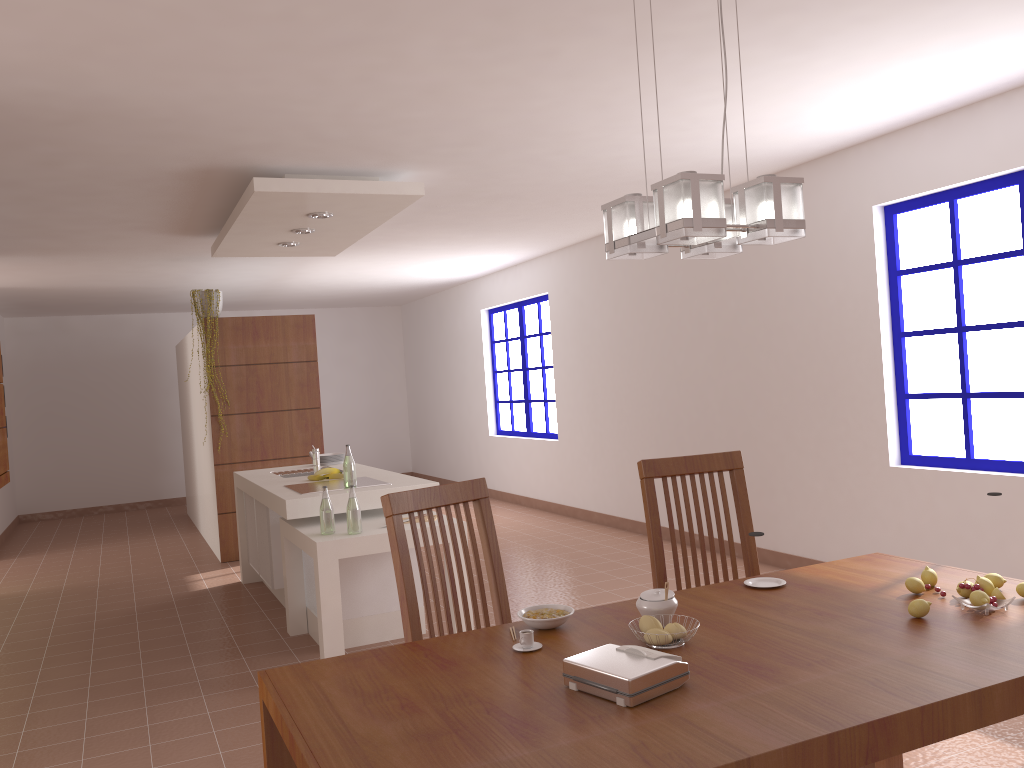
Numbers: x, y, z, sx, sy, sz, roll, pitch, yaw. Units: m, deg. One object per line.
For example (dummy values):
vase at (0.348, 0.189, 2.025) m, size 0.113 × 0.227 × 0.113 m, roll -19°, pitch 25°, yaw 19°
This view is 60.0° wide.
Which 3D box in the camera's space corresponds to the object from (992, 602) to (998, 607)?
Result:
object at (1.078, 0.494, 1.981) m, size 0.013 × 0.014 × 0.014 m, roll -4°, pitch 0°, yaw 5°

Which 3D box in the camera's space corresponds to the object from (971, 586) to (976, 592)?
object at (1.078, 0.479, 2.069) m, size 0.012 × 0.014 × 0.014 m, roll -4°, pitch 0°, yaw -44°

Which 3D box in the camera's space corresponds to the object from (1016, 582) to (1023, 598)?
object at (1.194, 0.477, 2.053) m, size 0.043 × 0.038 × 0.043 m, roll -4°, pitch 0°, yaw -35°

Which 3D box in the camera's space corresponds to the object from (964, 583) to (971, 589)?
object at (1.065, 0.473, 2.073) m, size 0.014 × 0.014 × 0.012 m, roll -4°, pitch 0°, yaw -3°

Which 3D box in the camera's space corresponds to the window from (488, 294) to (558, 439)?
window at (0.142, -0.153, 9.332) m, size 0.035 × 1.430 × 1.699 m, roll -4°, pitch 0°, yaw -24°

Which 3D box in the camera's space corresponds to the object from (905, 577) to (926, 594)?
object at (0.982, 0.491, 2.161) m, size 0.042 × 0.041 × 0.041 m, roll -4°, pitch 0°, yaw 41°

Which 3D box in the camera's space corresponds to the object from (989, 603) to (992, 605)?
object at (1.066, 0.495, 1.985) m, size 0.014 × 0.013 × 0.014 m, roll -4°, pitch 0°, yaw 0°

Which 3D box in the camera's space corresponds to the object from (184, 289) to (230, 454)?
object at (-2.466, -0.101, 7.242) m, size 0.279 × 1.344 × 0.297 m, roll -4°, pitch 0°, yaw 25°

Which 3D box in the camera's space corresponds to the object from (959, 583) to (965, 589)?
object at (1.058, 0.475, 2.086) m, size 0.014 × 0.014 × 0.013 m, roll -4°, pitch 0°, yaw 33°

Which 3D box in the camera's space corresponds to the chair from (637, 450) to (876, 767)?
chair at (0.643, 0.743, 2.467) m, size 0.444 × 1.063 × 0.574 m, roll -4°, pitch 0°, yaw -14°

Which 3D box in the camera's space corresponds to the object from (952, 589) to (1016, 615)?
object at (1.057, 0.490, 1.986) m, size 0.092 × 0.032 × 0.091 m, roll -4°, pitch 0°, yaw -24°

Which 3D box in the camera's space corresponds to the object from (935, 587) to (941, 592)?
object at (1.036, 0.501, 2.159) m, size 0.014 × 0.012 × 0.014 m, roll -4°, pitch 0°, yaw -20°

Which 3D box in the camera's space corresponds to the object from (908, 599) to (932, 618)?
object at (0.903, 0.498, 1.967) m, size 0.041 × 0.041 × 0.042 m, roll -4°, pitch 0°, yaw -38°

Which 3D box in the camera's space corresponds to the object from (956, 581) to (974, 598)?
object at (1.076, 0.486, 2.100) m, size 0.041 × 0.039 × 0.044 m, roll -4°, pitch 0°, yaw 29°

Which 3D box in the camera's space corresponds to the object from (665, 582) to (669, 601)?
object at (0.351, 0.486, 2.015) m, size 0.010 × 0.075 × 0.015 m, roll -4°, pitch 0°, yaw -24°

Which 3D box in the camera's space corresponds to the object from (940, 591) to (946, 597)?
object at (1.028, 0.501, 2.114) m, size 0.014 × 0.014 × 0.012 m, roll -4°, pitch 0°, yaw -36°

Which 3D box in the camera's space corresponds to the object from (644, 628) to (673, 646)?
object at (0.311, 0.537, 1.886) m, size 0.061 × 0.032 × 0.048 m, roll -4°, pitch 0°, yaw 35°

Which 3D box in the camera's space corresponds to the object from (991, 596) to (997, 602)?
object at (1.086, 0.486, 2.000) m, size 0.014 × 0.014 × 0.012 m, roll -4°, pitch 0°, yaw -12°

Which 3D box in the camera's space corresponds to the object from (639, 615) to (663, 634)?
object at (0.305, 0.531, 1.946) m, size 0.048 × 0.044 × 0.055 m, roll -4°, pitch 0°, yaw -45°

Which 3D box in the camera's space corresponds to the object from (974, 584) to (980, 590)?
object at (1.082, 0.472, 2.064) m, size 0.012 × 0.014 × 0.014 m, roll -4°, pitch 0°, yaw -44°

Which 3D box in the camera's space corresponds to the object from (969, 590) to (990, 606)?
object at (1.042, 0.479, 1.976) m, size 0.042 × 0.038 × 0.043 m, roll -4°, pitch 0°, yaw 42°

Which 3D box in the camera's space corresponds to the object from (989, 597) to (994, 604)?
object at (1.067, 0.491, 2.009) m, size 0.040 × 0.023 × 0.049 m, roll -4°, pitch 0°, yaw 22°

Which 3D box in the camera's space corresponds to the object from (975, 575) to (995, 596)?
object at (1.110, 0.475, 2.085) m, size 0.039 × 0.049 × 0.039 m, roll -4°, pitch 0°, yaw -16°

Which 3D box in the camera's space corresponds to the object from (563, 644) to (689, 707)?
object at (0.226, 0.535, 1.677) m, size 0.195 × 0.062 × 0.176 m, roll -4°, pitch 0°, yaw -39°

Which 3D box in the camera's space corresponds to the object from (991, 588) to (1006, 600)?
object at (1.115, 0.484, 2.029) m, size 0.033 × 0.036 × 0.039 m, roll -4°, pitch 0°, yaw 13°

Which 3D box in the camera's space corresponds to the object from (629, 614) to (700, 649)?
object at (0.329, 0.537, 1.909) m, size 0.151 × 0.041 × 0.151 m, roll -4°, pitch 0°, yaw 26°

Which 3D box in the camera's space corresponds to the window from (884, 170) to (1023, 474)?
window at (2.464, -0.288, 4.130) m, size 0.035 × 1.430 × 1.699 m, roll -4°, pitch 0°, yaw -24°

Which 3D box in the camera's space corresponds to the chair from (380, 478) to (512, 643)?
chair at (0.008, 0.788, 2.182) m, size 0.444 × 1.063 × 0.574 m, roll -4°, pitch 0°, yaw -44°

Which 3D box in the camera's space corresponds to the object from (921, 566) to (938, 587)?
object at (1.047, 0.483, 2.226) m, size 0.038 × 0.053 × 0.039 m, roll -4°, pitch 0°, yaw 11°

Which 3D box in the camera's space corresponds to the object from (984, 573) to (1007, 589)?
object at (1.170, 0.479, 2.154) m, size 0.043 × 0.038 × 0.043 m, roll -4°, pitch 0°, yaw -35°

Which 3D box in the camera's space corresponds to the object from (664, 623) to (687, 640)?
object at (0.351, 0.533, 1.917) m, size 0.048 × 0.033 × 0.060 m, roll -4°, pitch 0°, yaw -25°

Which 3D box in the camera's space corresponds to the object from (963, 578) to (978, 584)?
object at (1.079, 0.467, 2.091) m, size 0.034 × 0.011 × 0.037 m, roll -4°, pitch 0°, yaw 26°
